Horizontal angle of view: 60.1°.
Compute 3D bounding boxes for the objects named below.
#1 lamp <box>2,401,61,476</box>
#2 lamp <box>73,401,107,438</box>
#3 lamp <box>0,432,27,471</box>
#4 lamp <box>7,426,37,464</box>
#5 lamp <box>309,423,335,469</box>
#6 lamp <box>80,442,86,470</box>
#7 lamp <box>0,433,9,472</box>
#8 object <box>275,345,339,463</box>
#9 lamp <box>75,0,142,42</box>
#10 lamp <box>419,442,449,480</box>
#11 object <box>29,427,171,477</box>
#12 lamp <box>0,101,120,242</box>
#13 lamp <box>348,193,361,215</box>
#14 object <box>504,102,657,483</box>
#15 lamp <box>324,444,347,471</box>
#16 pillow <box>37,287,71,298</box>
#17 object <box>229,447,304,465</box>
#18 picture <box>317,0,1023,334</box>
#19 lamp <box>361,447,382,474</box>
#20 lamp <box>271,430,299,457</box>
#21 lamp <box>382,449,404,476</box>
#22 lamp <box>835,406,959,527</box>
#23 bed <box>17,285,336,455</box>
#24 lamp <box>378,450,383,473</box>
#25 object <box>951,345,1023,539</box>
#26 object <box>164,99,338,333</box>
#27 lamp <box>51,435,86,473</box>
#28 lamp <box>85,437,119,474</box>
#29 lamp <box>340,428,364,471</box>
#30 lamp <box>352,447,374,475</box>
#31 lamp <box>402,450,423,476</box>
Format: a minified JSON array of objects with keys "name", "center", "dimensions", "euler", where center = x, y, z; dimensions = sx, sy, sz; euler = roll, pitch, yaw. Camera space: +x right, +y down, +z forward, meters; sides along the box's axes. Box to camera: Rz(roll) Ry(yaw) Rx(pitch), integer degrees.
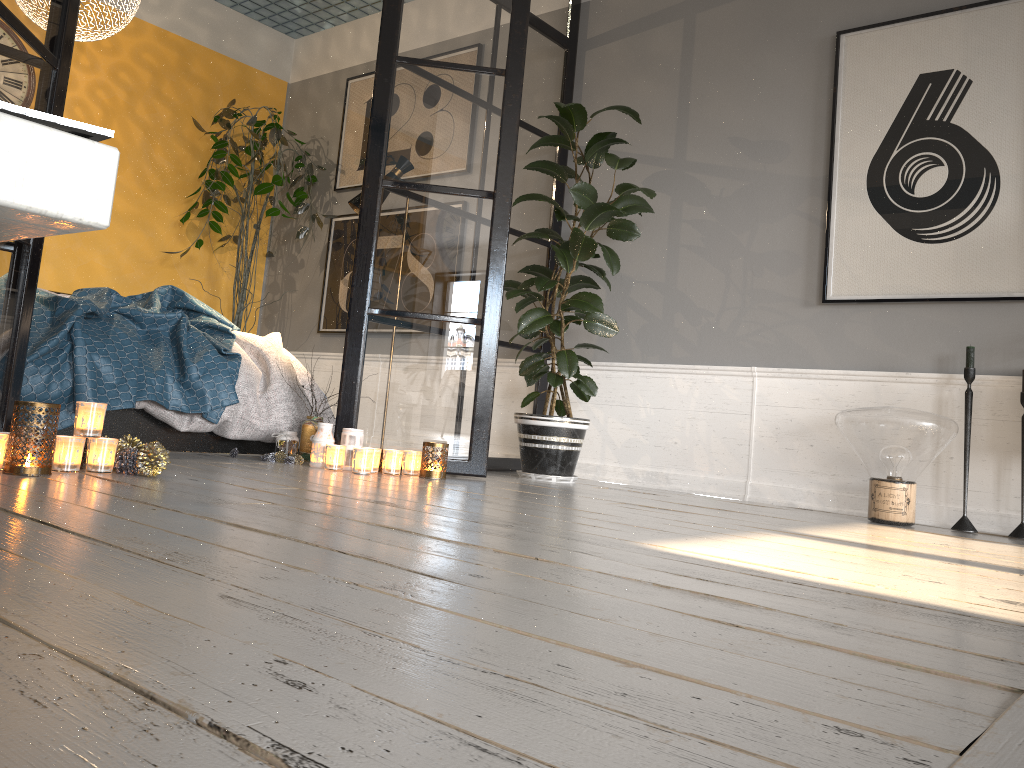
[{"name":"lamp","center":[-1.262,0.142,2.328],"dimensions":[0.115,0.188,0.114],"euler":[1,-7,38]},{"name":"lamp","center":[-1.195,0.102,2.504],"dimensions":[0.080,0.099,0.080],"euler":[6,-5,-10]},{"name":"lamp","center":[-1.356,0.181,2.381],"dimensions":[0.080,0.099,0.080],"euler":[6,-5,-10]},{"name":"lamp","center":[-1.437,0.179,2.583],"dimensions":[0.081,0.107,0.080],"euler":[1,-6,39]},{"name":"lamp","center":[-0.762,0.248,3.565],"dimensions":[0.092,0.181,0.092],"euler":[8,-6,-30]},{"name":"lamp","center":[-1.278,0.207,2.571],"dimensions":[0.068,0.081,0.069],"euler":[10,-6,-43]},{"name":"lamp","center":[-1.355,0.177,2.290],"dimensions":[0.080,0.099,0.080],"euler":[6,-5,-10]},{"name":"object","center":[-0.818,0.084,3.857],"dimensions":[0.437,0.525,0.277],"euler":[6,-5,-10]},{"name":"lamp","center":[-2.109,-2.230,4.342],"dimensions":[0.615,1.103,0.613],"euler":[6,-5,-10]},{"name":"lamp","center":[-0.309,0.305,3.527],"dimensions":[0.107,0.142,0.107],"euler":[5,-5,3]},{"name":"object","center":[-1.284,0.201,2.710],"dimensions":[0.718,0.118,0.191],"euler":[4,-4,28]},{"name":"lamp","center":[-0.325,-0.009,0.234],"dimensions":[0.287,0.481,0.285],"euler":[1,-7,38]},{"name":"lamp","center":[-0.654,-0.392,4.358],"dimensions":[0.402,1.536,0.231],"euler":[7,-7,-21]},{"name":"object","center":[-0.659,-0.585,2.938],"dimensions":[1.011,1.806,3.871],"euler":[1,-5,39]},{"name":"lamp","center":[-0.692,0.288,3.458],"dimensions":[0.081,0.099,0.080],"euler":[5,-5,4]},{"name":"pillow","center":[-2.416,-0.393,4.557],"dimensions":[0.484,0.228,0.590],"euler":[5,-3,-2]},{"name":"object","center":[-1.007,0.296,3.631],"dimensions":[0.326,0.054,0.087],"euler":[5,-4,3]},{"name":"picture","center":[0.340,-1.260,2.258],"dimensions":[7.298,1.807,4.013],"euler":[3,-4,39]},{"name":"lamp","center":[-0.559,0.302,3.484],"dimensions":[0.080,0.099,0.080],"euler":[6,-5,-10]},{"name":"lamp","center":[-0.947,0.263,3.709],"dimensions":[0.096,0.132,0.107],"euler":[4,-5,10]},{"name":"lamp","center":[-0.475,0.310,3.509],"dimensions":[0.080,0.099,0.080],"euler":[6,-5,-10]},{"name":"lamp","center":[1.446,0.308,3.355],"dimensions":[0.431,0.440,0.431],"euler":[8,-5,-29]},{"name":"bed","center":[-2.185,-0.161,4.157],"dimensions":[2.324,0.775,1.885],"euler":[3,-4,40]},{"name":"lamp","center":[-0.507,0.315,3.603],"dimensions":[0.063,0.092,0.062],"euler":[3,-5,21]},{"name":"object","center":[1.793,0.203,3.278],"dimensions":[0.280,0.706,0.091],"euler":[2,-7,31]},{"name":"object","center":[-1.747,-0.774,5.879],"dimensions":[1.250,2.220,1.334],"euler":[3,-6,26]},{"name":"lamp","center":[-1.237,0.196,2.462],"dimensions":[0.080,0.099,0.080],"euler":[6,-5,-10]},{"name":"lamp","center":[-1.174,0.204,2.527],"dimensions":[0.080,0.099,0.080],"euler":[6,-5,-10]},{"name":"lamp","center":[-0.644,0.263,3.551],"dimensions":[0.092,0.167,0.088],"euler":[5,-5,6]},{"name":"lamp","center":[-0.574,0.297,3.397],"dimensions":[0.080,0.099,0.080],"euler":[6,-5,-10]},{"name":"lamp","center":[-0.404,0.319,3.563],"dimensions":[0.080,0.099,0.080],"euler":[6,-5,-10]}]
